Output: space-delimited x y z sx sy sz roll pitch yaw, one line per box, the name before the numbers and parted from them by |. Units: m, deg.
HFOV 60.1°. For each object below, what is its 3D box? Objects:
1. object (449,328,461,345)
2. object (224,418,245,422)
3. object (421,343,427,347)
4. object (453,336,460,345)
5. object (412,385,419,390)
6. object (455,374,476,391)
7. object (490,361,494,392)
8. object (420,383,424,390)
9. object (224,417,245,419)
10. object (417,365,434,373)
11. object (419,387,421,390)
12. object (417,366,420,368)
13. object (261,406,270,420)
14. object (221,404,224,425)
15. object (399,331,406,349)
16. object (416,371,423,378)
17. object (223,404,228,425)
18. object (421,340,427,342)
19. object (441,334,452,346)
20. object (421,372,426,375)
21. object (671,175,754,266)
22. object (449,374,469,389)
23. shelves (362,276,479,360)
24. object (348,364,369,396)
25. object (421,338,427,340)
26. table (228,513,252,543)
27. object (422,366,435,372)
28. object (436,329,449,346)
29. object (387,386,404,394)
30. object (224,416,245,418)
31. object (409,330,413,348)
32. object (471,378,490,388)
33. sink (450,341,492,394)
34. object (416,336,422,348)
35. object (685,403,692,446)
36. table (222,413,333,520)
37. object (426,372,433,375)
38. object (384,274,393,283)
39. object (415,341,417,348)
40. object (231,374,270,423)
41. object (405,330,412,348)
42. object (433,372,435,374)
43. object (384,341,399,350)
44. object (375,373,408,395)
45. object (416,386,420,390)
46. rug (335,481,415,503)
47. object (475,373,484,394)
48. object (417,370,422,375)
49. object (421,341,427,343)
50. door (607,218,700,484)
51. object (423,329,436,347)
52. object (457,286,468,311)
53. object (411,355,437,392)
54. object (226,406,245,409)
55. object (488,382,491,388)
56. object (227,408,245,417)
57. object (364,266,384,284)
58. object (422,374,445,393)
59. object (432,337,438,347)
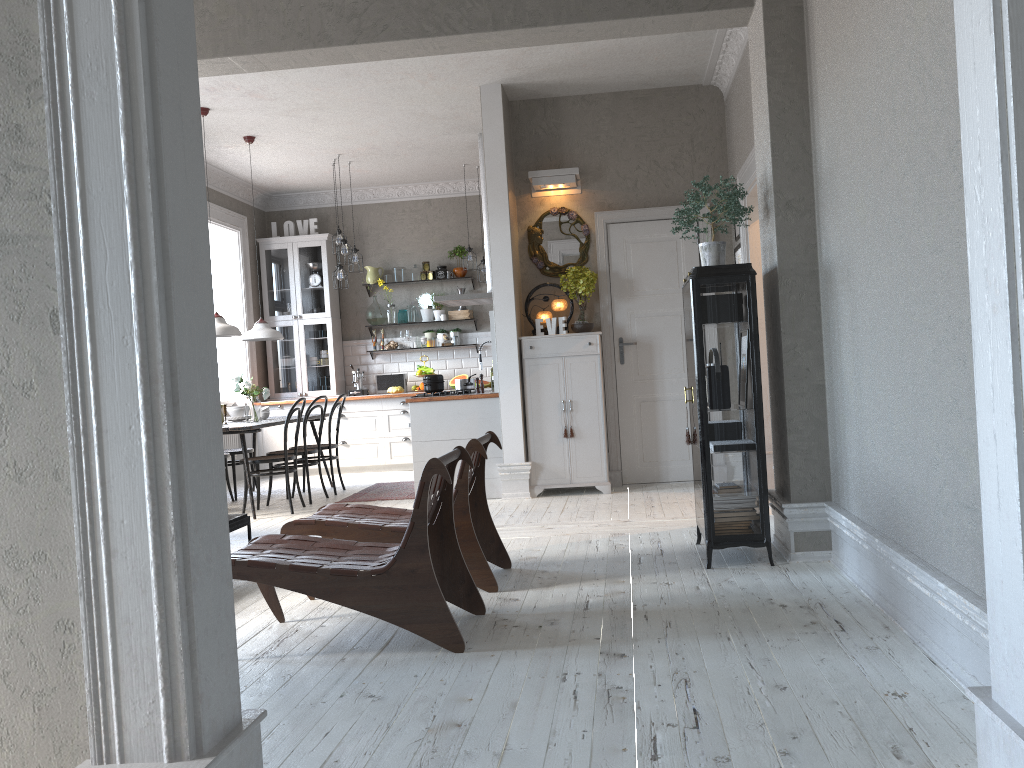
object | -0.662 -0.559 10.514 0.158 0.213 0.153 -4 1 4
object | -2.465 0.322 7.964 0.234 0.027 0.241 -3 1 24
object | -1.029 -0.457 10.403 0.077 0.051 0.077 -4 1 -1
object | -0.655 -0.509 10.400 0.078 0.108 0.077 -4 1 -1
object | -1.108 0.047 10.336 0.075 0.072 0.154 -3 1 36
object | -0.360 -0.017 7.621 0.297 0.134 0.178 -3 1 40
object | -0.141 -0.075 7.823 0.089 0.282 0.082 -4 1 6
object | -1.005 0.019 10.182 0.115 0.111 0.109 -4 1 -27
object | -2.465 0.313 7.964 0.241 0.027 0.233 -4 1 -26
object | -1.003 -0.177 10.277 0.209 0.101 0.067 -3 1 12
object | -1.056 0.056 10.311 0.070 0.076 0.227 -4 1 -11
object | -1.069 -0.195 10.286 0.074 0.058 0.050 -4 1 -17
object | -2.247 0.262 7.988 0.123 0.119 0.129 -3 1 22
object | -2.453 0.257 7.300 0.152 0.170 0.133 -4 1 -33
object | -1.296 -0.524 10.529 0.082 0.217 0.081 -4 1 -8
object | -1.072 -0.115 10.315 0.096 0.078 0.100 -4 1 -7
object | -2.388 0.254 7.378 0.058 0.167 0.060 -3 1 20
object | -1.031 -0.491 10.403 0.076 0.051 0.078 -3 1 25
object | -0.762 -0.519 10.427 0.120 0.147 0.099 -4 1 -26
object | -1.023 -0.110 10.251 0.063 0.061 0.067 -4 1 6
object | 1.029 -0.834 4.546 0.408 0.506 0.404 -3 1 22
object | -0.603 -0.018 10.101 0.232 0.174 0.221 -3 1 28
shelves | -1.070 -0.755 10.493 1.311 0.923 0.229 -4 1 5
object | -1.812 -0.046 10.323 0.205 0.370 0.355 -3 1 7
object | -1.033 -0.517 10.402 0.078 0.051 0.077 -4 1 -8
table | -2.009 0.936 4.507 0.846 0.303 1.315 -3 1 7
object | -0.965 -0.170 10.342 0.178 0.096 0.089 -3 1 26
object | -0.827 -0.550 10.520 0.170 0.214 0.150 -3 1 36
object | -1.336 0.070 10.168 0.196 0.083 0.190 -3 1 6
object | -2.466 0.304 7.964 0.233 0.027 0.242 -3 1 29
object | -1.210 -0.529 10.518 0.082 0.217 0.081 -4 1 -8
object | -0.352 -0.009 10.029 0.226 0.127 0.147 -4 1 -12
sink | -0.340 -0.035 8.183 0.526 0.720 0.488 -4 1 6
object | -1.094 -0.497 10.451 0.080 0.139 0.077 -4 1 -21
object | 0.957 0.220 4.837 0.041 0.234 0.044 -4 1 -37
table | -2.302 0.694 7.781 0.901 0.735 1.927 -3 1 7
object | -0.964 -0.113 10.280 0.076 0.062 0.099 -4 1 -21
object | -1.466 -1.242 10.521 0.103 0.111 0.103 -4 1 6
object | -1.113 -0.469 10.529 0.076 0.083 0.079 -3 1 24
object | -2.198 0.116 7.481 0.311 0.414 0.252 -4 1 4
object | -1.219 -0.528 10.428 0.082 0.217 0.081 -4 1 -8
object | -0.920 -0.118 10.307 0.052 0.050 0.049 -3 1 15
object | -1.432 -0.461 10.501 0.179 0.111 0.095 -4 1 -17
object | -1.411 0.001 10.377 0.350 0.226 0.088 -4 1 5
object | -1.073 0.048 10.297 0.084 0.057 0.090 -3 1 38
rug | -1.065 0.970 8.103 0.733 0.014 1.294 -3 1 7
object | -0.267 -0.005 7.300 0.072 0.167 0.036 -4 1 5
object | -1.068 -0.130 10.239 0.058 0.069 0.080 -3 1 26
object | -1.030 -0.474 10.403 0.077 0.051 0.077 -4 1 -1
door | 1.234 -0.270 7.392 0.749 2.183 0.080 -4 1 4
object | -0.983 -0.545 10.524 0.158 0.217 0.154 -4 1 -14
object | -0.592 -1.008 10.450 0.131 0.287 0.130 -4 1 -9
object | -1.010 -0.121 10.305 0.354 0.425 0.349 -4 1 -9
object | -2.470 0.248 7.963 0.180 0.094 0.179 -4 1 -3
object | -0.231 0.008 10.195 0.204 0.073 0.118 -4 1 -31
object | -2.468 0.269 7.963 0.180 0.094 0.179 -4 1 -3
object | -1.635 -1.284 10.476 0.188 0.216 0.175 -3 1 20
object | -0.656 -0.004 7.416 0.192 0.147 0.191 -4 1 -14
object | -0.910 -0.493 10.447 0.078 0.108 0.077 -4 1 -1
